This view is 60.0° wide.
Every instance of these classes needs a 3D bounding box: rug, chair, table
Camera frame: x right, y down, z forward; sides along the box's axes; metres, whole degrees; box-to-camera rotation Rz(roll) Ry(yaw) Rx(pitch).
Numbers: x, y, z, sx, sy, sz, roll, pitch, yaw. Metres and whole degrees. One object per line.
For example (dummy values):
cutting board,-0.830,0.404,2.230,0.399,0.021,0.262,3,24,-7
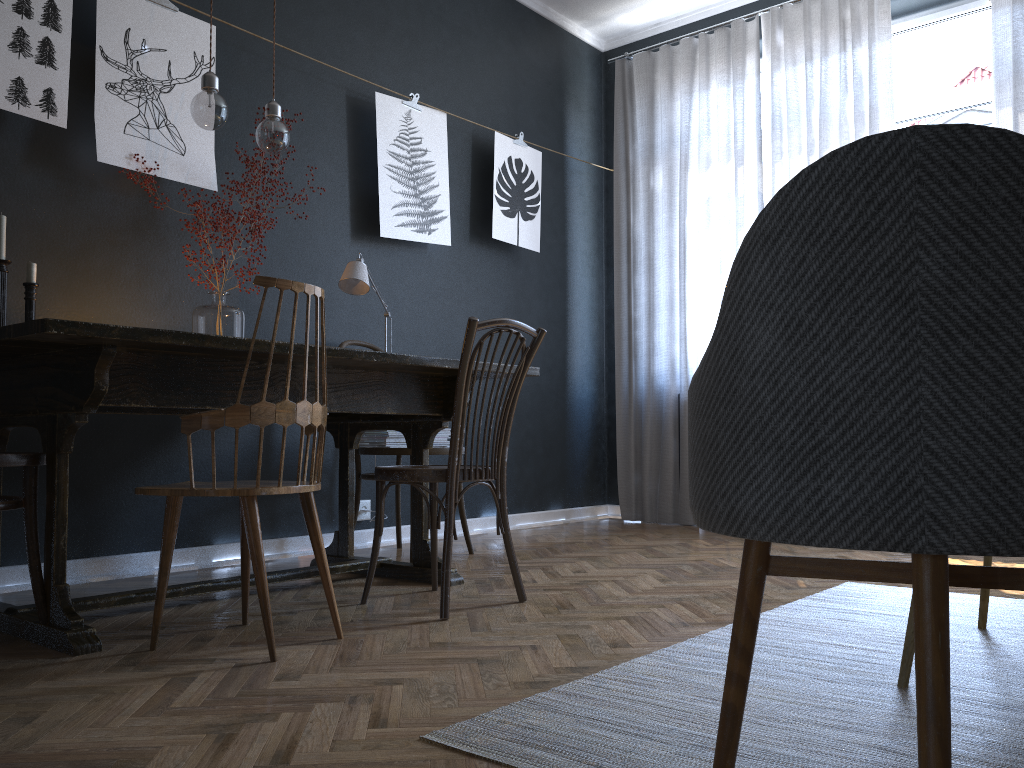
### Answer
rug,0.871,0.598,1.874,1.004,0.013,2.012,-3,-5,39
chair,-0.176,0.236,2.602,0.467,0.819,0.363,-3,-4,39
chair,-0.635,0.194,2.134,0.384,0.856,0.456,-1,-3,25
table,1.089,0.324,1.882,0.339,0.549,0.788,-3,-4,39
table,-0.848,0.291,2.713,1.126,0.727,1.605,-3,-4,39
chair,-0.461,0.257,3.730,0.549,0.920,0.438,-2,-4,37
chair,0.539,0.145,1.135,0.645,0.810,0.495,-1,-3,18
chair,-1.383,0.154,2.069,0.438,0.920,0.549,-3,-4,42

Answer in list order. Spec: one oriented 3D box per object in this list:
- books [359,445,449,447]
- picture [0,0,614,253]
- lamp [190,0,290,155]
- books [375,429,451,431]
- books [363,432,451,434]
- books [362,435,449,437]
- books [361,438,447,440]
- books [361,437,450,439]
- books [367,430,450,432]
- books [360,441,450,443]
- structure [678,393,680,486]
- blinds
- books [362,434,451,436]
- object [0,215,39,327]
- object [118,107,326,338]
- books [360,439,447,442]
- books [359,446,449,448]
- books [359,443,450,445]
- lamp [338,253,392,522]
books,-0.448,0.256,3.686,0.305,0.007,0.218,3,-5,-39
picture,-0.751,-1.064,3.809,0.058,0.770,4.459,-2,-4,39
lamp,-0.515,-1.591,2.285,0.583,1.573,1.592,1,-3,-19
books,-0.444,0.189,3.701,0.305,0.013,0.219,3,-5,-39
books,-0.443,0.205,3.697,0.304,0.008,0.218,3,-5,-40
books,-0.445,0.219,3.694,0.288,0.008,0.218,3,-5,-39
books,-0.451,0.230,3.693,0.288,0.008,0.219,3,-5,-37
books,-0.444,0.224,3.699,0.304,0.006,0.218,3,-5,-38
books,-0.445,0.198,3.701,0.304,0.008,0.218,3,-5,-38
books,-0.447,0.240,3.686,0.305,0.013,0.219,3,-5,-39
structure,1.681,0.321,4.562,1.847,0.600,0.216,-3,-4,39
blinds,2.174,-0.665,4.118,3.994,2.786,0.312,-3,-4,39
books,-0.441,0.212,3.695,0.304,0.008,0.218,3,-5,-40
object,-1.473,-0.289,2.548,0.223,0.419,0.368,-3,-4,41
object,-1.056,-0.505,3.211,0.639,0.930,0.557,-1,-3,10
books,-0.450,0.235,3.692,0.288,0.008,0.219,3,-5,-37
books,-0.446,0.263,3.687,0.304,0.008,0.218,3,-5,-43
books,-0.446,0.248,3.688,0.304,0.008,0.219,3,-5,-39
lamp,-0.562,0.052,3.635,0.242,1.068,0.800,0,-3,-6
